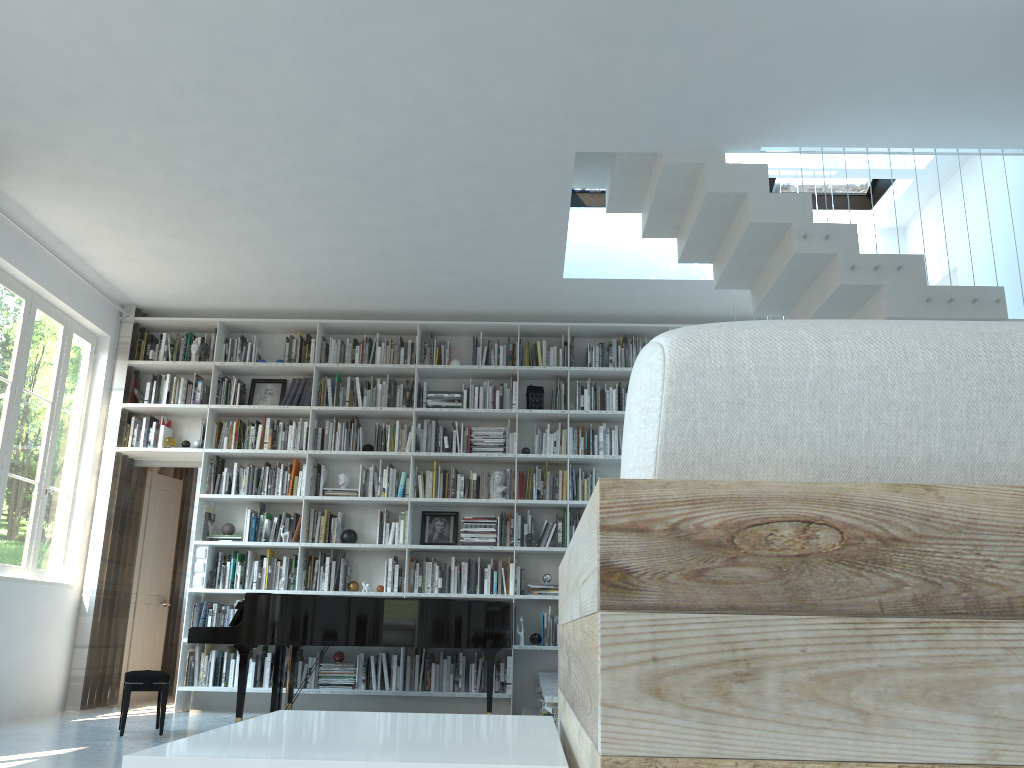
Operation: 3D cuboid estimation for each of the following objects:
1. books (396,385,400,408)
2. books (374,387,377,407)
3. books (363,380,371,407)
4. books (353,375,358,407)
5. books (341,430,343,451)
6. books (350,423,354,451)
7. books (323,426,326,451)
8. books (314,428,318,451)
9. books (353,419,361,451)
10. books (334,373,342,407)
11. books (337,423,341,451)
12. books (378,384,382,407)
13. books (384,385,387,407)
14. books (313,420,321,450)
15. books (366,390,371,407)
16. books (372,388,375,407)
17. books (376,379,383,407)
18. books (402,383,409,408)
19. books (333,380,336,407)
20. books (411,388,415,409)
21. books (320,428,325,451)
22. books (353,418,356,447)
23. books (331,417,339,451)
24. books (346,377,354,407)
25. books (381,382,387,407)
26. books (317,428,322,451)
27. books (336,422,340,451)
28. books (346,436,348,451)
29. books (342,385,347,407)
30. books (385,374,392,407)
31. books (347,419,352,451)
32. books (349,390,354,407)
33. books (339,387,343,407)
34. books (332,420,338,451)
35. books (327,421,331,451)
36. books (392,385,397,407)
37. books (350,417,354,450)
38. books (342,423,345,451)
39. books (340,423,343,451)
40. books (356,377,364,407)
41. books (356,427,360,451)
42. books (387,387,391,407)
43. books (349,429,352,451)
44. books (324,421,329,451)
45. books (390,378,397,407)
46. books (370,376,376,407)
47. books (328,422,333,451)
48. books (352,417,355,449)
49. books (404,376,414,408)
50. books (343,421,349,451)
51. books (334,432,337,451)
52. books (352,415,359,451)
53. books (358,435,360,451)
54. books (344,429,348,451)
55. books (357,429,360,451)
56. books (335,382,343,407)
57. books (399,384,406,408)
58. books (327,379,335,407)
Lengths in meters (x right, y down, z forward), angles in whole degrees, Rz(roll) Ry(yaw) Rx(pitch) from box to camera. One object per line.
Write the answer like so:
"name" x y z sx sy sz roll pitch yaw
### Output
"books" -0.946 0.141 7.437 0.022 0.222 0.161 1 -16 1
"books" -1.137 0.145 7.438 0.010 0.208 0.174 1 -16 1
"books" -1.218 0.119 7.455 0.027 0.264 0.169 1 -15 1
"books" -1.313 0.096 7.473 0.013 0.314 0.135 1 -15 1
"books" -1.392 0.473 7.360 0.011 0.255 0.152 1 -15 1
"books" -1.313 0.470 7.353 0.010 0.261 0.158 1 -15 1
"books" -1.543 0.478 7.361 0.012 0.239 0.134 1 -15 1
"books" -1.610 0.490 7.348 0.015 0.207 0.186 1 -16 1
"books" -1.284 0.455 7.344 0.011 0.286 0.189 1 -16 1
"books" -1.466 0.087 7.452 0.012 0.314 0.172 1 -15 1
"books" -1.414 0.468 7.337 0.012 0.251 0.184 1 -16 1
"books" -1.095 0.134 7.429 0.021 0.225 0.192 1 -16 1
"books" -1.050 0.137 7.443 0.013 0.230 0.142 1 -15 1
"books" -1.623 0.457 7.375 0.012 0.284 0.160 1 -15 1
"books" -1.192 0.158 7.437 0.028 0.179 0.168 1 -16 1
"books" -1.154 0.150 7.465 0.024 0.211 0.128 1 -15 1
"books" -1.118 0.111 7.461 0.026 0.285 0.138 1 -15 1
"books" -0.883 0.121 7.437 0.055 0.263 0.167 1 -15 1
"books" -1.477 0.116 7.453 0.011 0.259 0.157 1 -15 1
"books" -0.825 0.154 7.452 0.028 0.211 0.135 1 -15 1
"books" -1.561 0.492 7.372 0.024 0.218 0.140 1 -15 1
"books" -1.295 0.451 7.367 0.005 0.304 0.163 1 -15 1
"books" -1.471 0.443 7.373 0.011 0.316 0.155 1 -15 1
"books" -1.365 0.101 7.454 0.023 0.292 0.156 1 -15 1
"books" -1.070 0.123 7.451 0.028 0.260 0.136 1 -15 1
"books" -1.588 0.489 7.374 0.029 0.224 0.137 1 -15 1
"books" -1.424 0.462 7.337 0.009 0.262 0.190 1 -16 1
"books" -1.351 0.490 7.363 0.011 0.225 0.130 1 -15 1
"books" -1.392 0.136 7.445 0.029 0.218 0.158 1 -16 1
"books" -1.037 0.094 7.444 0.011 0.312 0.184 1 -15 1
"books" -1.339 0.453 7.352 0.011 0.290 0.177 1 -15 1
"books" -1.338 0.158 7.449 0.034 0.180 0.160 1 -16 1
"books" -1.418 0.146 7.450 0.024 0.201 0.154 1 -16 1
"books" -1.461 0.454 7.348 0.010 0.282 0.184 1 -15 1
"books" -1.506 0.459 7.355 0.012 0.275 0.157 1 -15 1
"books" -0.972 0.142 7.433 0.030 0.217 0.183 1 -16 1
"books" -1.320 0.443 7.368 0.004 0.320 0.153 1 -15 1
"books" -1.382 0.466 7.345 0.009 0.260 0.181 1 -16 1
"books" -1.402 0.470 7.361 0.010 0.261 0.170 1 -15 1
"books" -1.269 0.104 7.444 0.075 0.284 0.179 1 -15 1
"books" -1.274 0.488 7.370 0.009 0.236 0.135 1 -15 1
"books" -1.020 0.148 7.451 0.024 0.213 0.150 1 -16 1
"books" -1.328 0.496 7.366 0.012 0.216 0.133 1 -15 1
"books" -1.525 0.458 7.359 0.026 0.278 0.151 1 -15 1
"books" -0.997 0.112 7.463 0.022 0.289 0.147 1 -15 1
"books" -1.171 0.097 7.453 0.012 0.307 0.145 1 -15 1
"books" -1.488 0.466 7.354 0.024 0.261 0.178 1 -16 1
"books" -1.305 0.447 7.372 0.005 0.315 0.157 1 -15 1
"books" -0.867 0.103 7.441 0.058 0.301 0.175 1 -15 1
"books" -1.372 0.459 7.353 0.011 0.278 0.169 1 -15 1
"books" -1.443 0.505 7.351 0.029 0.186 0.149 1 -16 1
"books" -1.300 0.439 7.372 0.005 0.330 0.162 1 -15 1
"books" -1.256 0.499 7.358 0.004 0.209 0.132 1 -15 1
"books" -1.362 0.491 7.337 0.011 0.208 0.181 1 -16 1
"books" -1.264 0.496 7.361 0.012 0.217 0.151 1 -16 1
"books" -1.445 0.123 7.443 0.031 0.241 0.182 1 -16 1
"books" -0.923 0.139 7.453 0.024 0.236 0.153 1 -15 1
"books" -1.516 0.110 7.463 0.067 0.273 0.168 1 -15 1
